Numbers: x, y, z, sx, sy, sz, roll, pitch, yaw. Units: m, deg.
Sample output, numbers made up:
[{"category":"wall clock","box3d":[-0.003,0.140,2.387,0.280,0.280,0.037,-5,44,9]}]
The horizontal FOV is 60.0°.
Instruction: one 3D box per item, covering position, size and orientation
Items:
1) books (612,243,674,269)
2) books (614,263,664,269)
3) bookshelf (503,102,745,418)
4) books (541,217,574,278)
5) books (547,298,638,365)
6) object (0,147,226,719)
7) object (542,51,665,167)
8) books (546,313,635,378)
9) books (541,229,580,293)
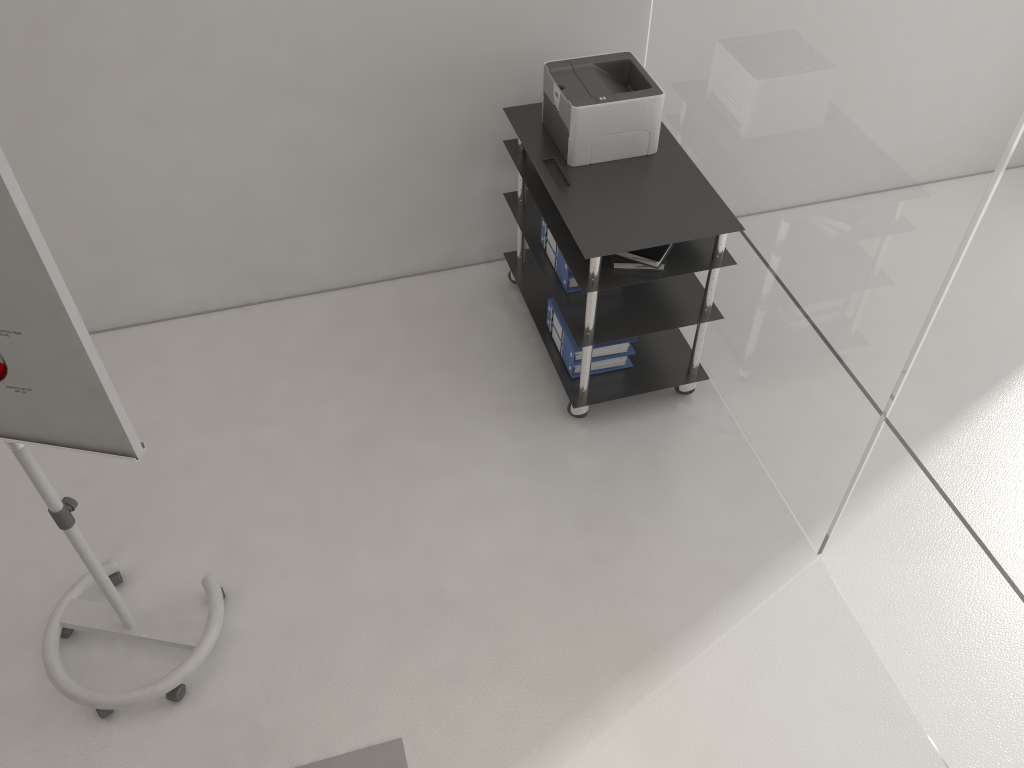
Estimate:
[{"category":"books","box3d":[0.450,-0.481,3.060,0.183,0.032,0.164,21,50,18]},{"category":"books","box3d":[0.439,-0.458,3.083,0.170,0.028,0.146,2,47,2]},{"category":"bookshelf","box3d":[0.370,-0.507,3.539,0.567,0.855,0.985,-12,48,-11]},{"category":"books","box3d":[0.286,-0.554,3.397,0.263,0.077,0.320,-12,48,-11]},{"category":"books","box3d":[0.315,-0.233,3.527,0.263,0.077,0.320,-12,48,-11]},{"category":"object","box3d":[-1.187,0.102,2.107,0.553,2.088,0.560,-23,51,-21]},{"category":"object","box3d":[0.328,-1.020,3.273,0.350,0.235,0.351,-12,48,-11]},{"category":"books","box3d":[0.313,-0.182,3.580,0.263,0.077,0.320,-12,48,-11]},{"category":"books","box3d":[0.284,-0.504,3.449,0.263,0.077,0.320,-12,48,-11]}]
